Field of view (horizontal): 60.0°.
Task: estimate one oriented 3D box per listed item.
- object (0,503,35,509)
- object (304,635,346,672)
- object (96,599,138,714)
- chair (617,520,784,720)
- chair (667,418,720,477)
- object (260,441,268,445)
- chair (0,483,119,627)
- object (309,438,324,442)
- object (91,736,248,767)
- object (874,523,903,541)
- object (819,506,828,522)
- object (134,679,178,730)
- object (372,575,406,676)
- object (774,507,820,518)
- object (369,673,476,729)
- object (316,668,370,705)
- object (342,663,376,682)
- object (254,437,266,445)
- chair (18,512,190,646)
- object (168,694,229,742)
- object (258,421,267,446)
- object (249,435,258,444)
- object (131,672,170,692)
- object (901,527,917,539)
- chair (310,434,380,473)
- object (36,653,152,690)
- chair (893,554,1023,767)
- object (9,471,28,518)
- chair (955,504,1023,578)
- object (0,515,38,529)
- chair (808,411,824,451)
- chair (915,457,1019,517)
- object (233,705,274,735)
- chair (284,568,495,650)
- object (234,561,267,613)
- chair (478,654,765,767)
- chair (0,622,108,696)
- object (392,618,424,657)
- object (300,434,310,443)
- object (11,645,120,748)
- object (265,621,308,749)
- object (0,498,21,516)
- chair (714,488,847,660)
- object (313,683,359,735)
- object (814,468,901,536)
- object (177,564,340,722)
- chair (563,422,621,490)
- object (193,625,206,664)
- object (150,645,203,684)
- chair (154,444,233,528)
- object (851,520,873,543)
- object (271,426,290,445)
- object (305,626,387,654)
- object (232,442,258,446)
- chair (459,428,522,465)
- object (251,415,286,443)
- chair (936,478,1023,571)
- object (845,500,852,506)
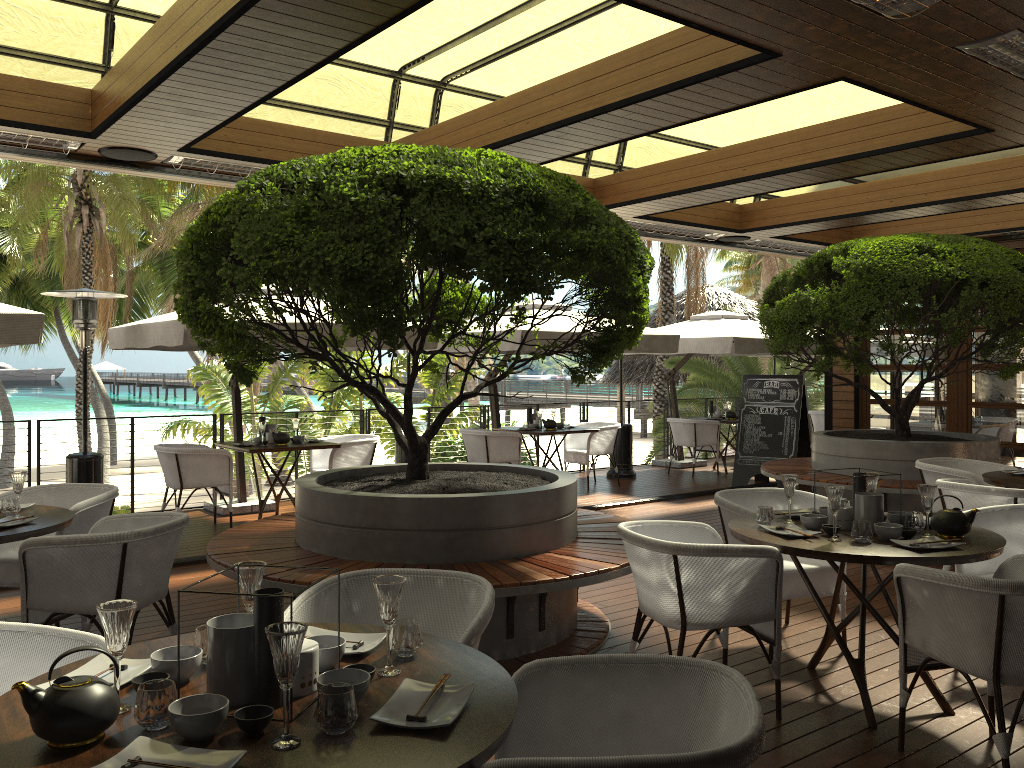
[{"bbox_3d":[-2.668,0.640,4.615,0.294,0.025,0.170,0,1,8],"label":"object"},{"bbox_3d":[-0.467,0.666,2.179,0.116,0.065,0.116,0,1,20],"label":"object"},{"bbox_3d":[-0.850,0.587,1.908,0.082,0.227,0.082,0,0,0],"label":"object"},{"bbox_3d":[0.791,1.022,3.878,0.617,0.788,0.627,0,0,-17],"label":"chair"},{"bbox_3d":[2.491,0.861,12.279,0.617,0.788,0.627,0,1,-37],"label":"chair"},{"bbox_3d":[-2.344,0.559,8.387,0.080,0.042,0.080,0,1,14],"label":"object"},{"bbox_3d":[-2.614,0.999,5.073,0.627,0.788,0.617,0,0,8],"label":"chair"},{"bbox_3d":[-1.993,0.559,8.809,0.170,0.025,0.294,-1,1,-38],"label":"object"},{"bbox_3d":[-0.605,0.697,1.602,0.294,0.025,0.170,0,1,16],"label":"object"},{"bbox_3d":[1.609,0.635,3.790,0.116,0.065,0.116,0,1,6],"label":"object"},{"bbox_3d":[1.528,0.627,4.239,0.116,0.065,0.116,0,1,6],"label":"object"},{"bbox_3d":[-0.731,0.662,1.825,0.086,0.086,0.086,0,1,-29],"label":"object"},{"bbox_3d":[-0.296,0.583,2.141,0.082,0.227,0.082,0,0,0],"label":"object"},{"bbox_3d":[1.428,0.644,4.395,0.294,0.025,0.170,0,1,-20],"label":"object"},{"bbox_3d":[-0.182,0.691,1.935,0.170,0.025,0.295,0,1,11],"label":"object"},{"bbox_3d":[-0.367,0.671,1.931,0.116,0.065,0.116,1,1,32],"label":"object"},{"bbox_3d":[-0.355,0.680,2.050,0.080,0.042,0.080,0,1,10],"label":"object"},{"bbox_3d":[-2.405,0.546,8.464,0.116,0.065,0.116,-1,1,-39],"label":"object"},{"bbox_3d":[-1.843,1.018,4.095,0.617,0.788,0.627,0,0,8],"label":"chair"},{"bbox_3d":[-0.627,0.674,1.776,0.116,0.065,0.116,0,1,20],"label":"object"},{"bbox_3d":[-2.338,0.465,8.306,0.082,0.227,0.082,0,0,-37],"label":"object"},{"bbox_3d":[-2.489,0.534,8.538,0.086,0.086,0.086,0,1,-33],"label":"object"},{"bbox_3d":[-0.813,0.681,1.994,0.080,0.042,0.080,0,1,10],"label":"object"},{"bbox_3d":[1.706,0.646,3.825,0.080,0.042,0.080,0,1,1],"label":"object"},{"bbox_3d":[-1.678,0.924,9.017,0.617,0.788,0.627,0,1,-37],"label":"chair"},{"bbox_3d":[-0.972,0.688,2.059,0.170,0.025,0.295,0,1,11],"label":"object"},{"bbox_3d":[1.806,1.034,3.232,0.627,0.788,0.617,0,0,-17],"label":"chair"},{"bbox_3d":[-2.414,0.541,4.334,0.082,0.227,0.082,0,0,14],"label":"object"},{"bbox_3d":[2.562,1.014,4.297,0.617,0.788,0.627,0,0,-17],"label":"chair"},{"bbox_3d":[-2.358,0.648,4.154,0.170,0.025,0.295,0,1,13],"label":"object"},{"bbox_3d":[5.144,0.822,14.334,0.617,0.788,0.627,0,1,-37],"label":"chair"},{"bbox_3d":[3.366,0.970,6.586,0.627,0.788,0.617,0,0,-32],"label":"chair"},{"bbox_3d":[-0.522,0.685,1.794,0.080,0.042,0.080,1,1,45],"label":"object"},{"bbox_3d":[-0.368,1.043,2.795,0.627,0.788,0.617,0,0,8],"label":"chair"},{"bbox_3d":[-0.679,0.580,2.299,0.082,0.227,0.082,0,0,5],"label":"object"},{"bbox_3d":[0.226,1.059,1.928,0.617,0.788,0.627,0,0,8],"label":"chair"},{"bbox_3d":[-1.378,1.054,2.186,0.617,0.788,0.627,0,0,8],"label":"chair"},{"bbox_3d":[-0.273,0.653,2.279,0.086,0.086,0.086,0,1,-29],"label":"object"},{"bbox_3d":[-2.007,0.532,8.598,0.086,0.086,0.086,0,1,-33],"label":"object"},{"bbox_3d":[-0.874,0.616,1.774,0.168,0.179,0.163,0,1,14],"label":"object"},{"bbox_3d":[-0.443,0.590,1.740,0.082,0.227,0.082,0,0,5],"label":"object"},{"bbox_3d":[-2.493,0.613,4.408,0.086,0.086,0.086,0,1,-36],"label":"object"},{"bbox_3d":[1.449,1.003,4.857,0.627,0.788,0.617,0,0,-17],"label":"chair"},{"bbox_3d":[-0.357,0.662,1.802,0.086,0.086,0.086,0,1,16],"label":"object"},{"bbox_3d":[1.570,0.532,4.036,0.263,0.264,0.263,0,1,-20],"label":"object"},{"bbox_3d":[-0.562,0.571,2.000,0.263,0.264,0.263,0,1,11],"label":"object"},{"bbox_3d":[1.023,0.884,11.110,0.617,0.788,0.627,0,1,-37],"label":"chair"},{"bbox_3d":[-0.757,0.654,2.224,0.086,0.086,0.086,0,1,16],"label":"object"},{"bbox_3d":[-0.792,0.668,2.095,0.116,0.065,0.116,1,1,32],"label":"object"},{"bbox_3d":[-2.921,0.941,8.085,0.617,0.788,0.627,0,1,-37],"label":"chair"},{"bbox_3d":[1.480,0.625,3.753,0.086,0.086,0.086,0,1,25],"label":"object"},{"bbox_3d":[-2.210,0.488,8.497,0.168,0.179,0.163,0,1,-36],"label":"object"},{"bbox_3d":[-0.496,0.683,2.347,0.294,0.025,0.170,0,1,16],"label":"object"},{"bbox_3d":[-2.500,0.569,8.330,0.170,0.025,0.294,-1,1,-38],"label":"object"},{"bbox_3d":[-0.266,0.902,10.142,0.617,0.788,0.627,0,1,-37],"label":"chair"},{"bbox_3d":[-2.392,0.442,8.737,0.263,0.264,0.263,0,1,7],"label":"object"},{"bbox_3d":[2.984,0.991,5.470,0.617,0.788,0.627,0,0,-32],"label":"chair"},{"bbox_3d":[1.632,0.614,4.314,0.086,0.086,0.086,0,1,25],"label":"object"}]
